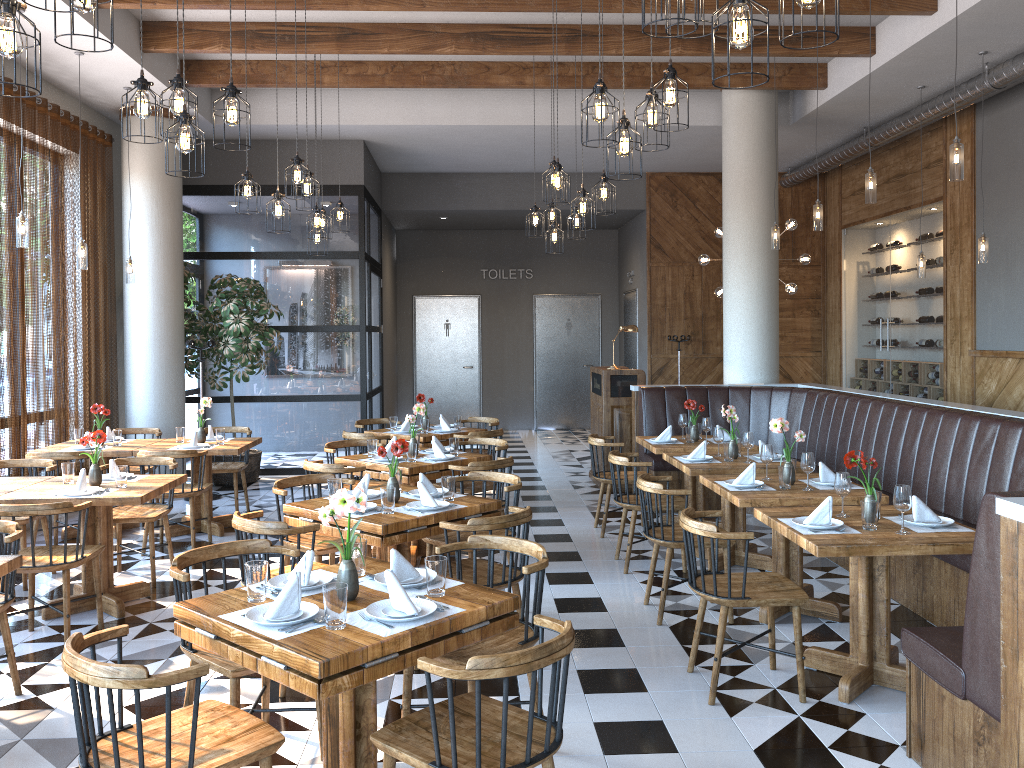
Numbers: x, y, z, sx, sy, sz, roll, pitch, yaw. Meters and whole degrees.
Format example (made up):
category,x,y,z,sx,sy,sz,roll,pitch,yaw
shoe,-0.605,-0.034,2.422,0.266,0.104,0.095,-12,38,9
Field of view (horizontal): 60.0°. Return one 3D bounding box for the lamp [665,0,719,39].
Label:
category,x,y,z,sx,sy,sz,roll,pitch,yaw
lamp,0.593,-2.218,2.952,0.175,2.069,0.175,0,1,15

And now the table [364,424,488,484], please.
category,x,y,z,sx,sy,sz,roll,pitch,yaw
table,-0.832,0.829,8.623,0.864,0.763,0.865,1,3,42

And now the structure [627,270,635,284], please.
category,x,y,z,sx,sy,sz,roll,pitch,yaw
structure,1.934,-1.736,14.417,0.025,0.197,0.566,-1,3,-3

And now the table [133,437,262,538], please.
category,x,y,z,sx,sy,sz,roll,pitch,yaw
table,-2.689,0.897,7.681,0.850,0.763,0.851,-1,2,-3

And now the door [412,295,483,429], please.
category,x,y,z,sx,sy,sz,roll,pitch,yaw
door,-1.128,-0.364,15.516,1.206,2.392,0.114,-1,1,-3

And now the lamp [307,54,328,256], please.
category,x,y,z,sx,sy,sz,roll,pitch,yaw
lamp,-1.865,-2.267,8.449,0.175,2.069,0.175,0,1,10

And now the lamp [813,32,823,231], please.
category,x,y,z,sx,sy,sz,roll,pitch,yaw
lamp,2.595,-2.286,7.522,0.078,1.963,0.078,-1,1,-17

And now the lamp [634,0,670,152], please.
category,x,y,z,sx,sy,sz,roll,pitch,yaw
lamp,0.714,-2.251,4.561,0.175,2.069,0.175,-1,1,-43

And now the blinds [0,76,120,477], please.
category,x,y,z,sx,sy,sz,roll,pitch,yaw
blinds,-4.043,-0.614,5.682,0.160,3.578,7.274,-1,3,-3

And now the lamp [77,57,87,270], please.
category,x,y,z,sx,sy,sz,roll,pitch,yaw
lamp,-3.619,-1.944,7.430,0.078,1.963,0.078,-1,1,-17

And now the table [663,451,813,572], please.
category,x,y,z,sx,sy,sz,roll,pitch,yaw
table,1.607,0.927,6.429,0.850,0.763,0.851,-1,2,-3

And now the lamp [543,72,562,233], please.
category,x,y,z,sx,sy,sz,roll,pitch,yaw
lamp,0.391,-2.535,8.749,0.175,2.069,0.175,0,1,41

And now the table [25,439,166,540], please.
category,x,y,z,sx,sy,sz,roll,pitch,yaw
table,-3.544,0.907,7.640,0.850,0.763,0.851,-1,2,-3

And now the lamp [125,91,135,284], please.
category,x,y,z,sx,sy,sz,roll,pitch,yaw
lamp,-3.668,-1.943,8.481,0.078,1.963,0.078,0,1,29

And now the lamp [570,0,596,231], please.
category,x,y,z,sx,sy,sz,roll,pitch,yaw
lamp,0.521,-2.186,6.586,0.175,2.069,0.175,-1,1,-19

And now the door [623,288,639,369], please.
category,x,y,z,sx,sy,sz,roll,pitch,yaw
door,1.928,-0.335,14.477,0.114,2.392,1.207,-1,1,-3

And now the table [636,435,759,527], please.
category,x,y,z,sx,sy,sz,roll,pitch,yaw
table,1.555,0.867,7.531,0.850,0.763,0.851,-1,2,-3

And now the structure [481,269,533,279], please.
category,x,y,z,sx,sy,sz,roll,pitch,yaw
structure,-0.094,-1.929,15.557,0.916,0.166,0.035,-1,1,-3

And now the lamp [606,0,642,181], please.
category,x,y,z,sx,sy,sz,roll,pitch,yaw
lamp,0.553,-2.067,4.422,0.175,2.069,0.175,-1,1,-32

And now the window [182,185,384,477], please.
category,x,y,z,sx,sy,sz,roll,pitch,yaw
window,-3.153,-0.701,11.850,2.727,3.547,2.188,-1,1,-3

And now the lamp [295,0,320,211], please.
category,x,y,z,sx,sy,sz,roll,pitch,yaw
lamp,-1.546,-2.345,6.654,0.175,2.069,0.175,-1,1,-19

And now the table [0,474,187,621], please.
category,x,y,z,sx,sy,sz,roll,pitch,yaw
table,-2.586,1.015,5.527,0.850,0.763,0.851,-1,2,-3

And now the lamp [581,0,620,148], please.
category,x,y,z,sx,sy,sz,roll,pitch,yaw
lamp,0.416,-2.187,4.245,0.175,2.069,0.175,0,1,25

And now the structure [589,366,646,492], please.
category,x,y,z,sx,sy,sz,roll,pitch,yaw
structure,1.248,0.468,9.958,0.645,1.299,1.046,-1,2,-3

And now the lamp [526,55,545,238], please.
category,x,y,z,sx,sy,sz,roll,pitch,yaw
lamp,0.219,-2.470,8.633,0.175,2.069,0.175,0,1,30

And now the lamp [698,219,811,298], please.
category,x,y,z,sx,sy,sz,roll,pitch,yaw
lamp,3.074,-1.949,11.233,1.162,2.191,1.186,-2,2,-41

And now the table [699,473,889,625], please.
category,x,y,z,sx,sy,sz,roll,pitch,yaw
table,1.659,0.987,5.341,0.850,0.763,0.851,-1,2,-3

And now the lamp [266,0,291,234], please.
category,x,y,z,sx,sy,sz,roll,pitch,yaw
lamp,-1.750,-2.166,6.594,0.175,2.069,0.175,-1,1,-8

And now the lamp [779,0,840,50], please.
category,x,y,z,sx,sy,sz,roll,pitch,yaw
lamp,0.923,-2.111,2.767,0.175,2.069,0.175,-1,1,-18

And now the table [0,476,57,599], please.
category,x,y,z,sx,sy,sz,roll,pitch,yaw
table,-3.441,1.025,5.487,0.850,0.763,0.851,-1,2,-3

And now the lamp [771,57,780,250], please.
category,x,y,z,sx,sy,sz,roll,pitch,yaw
lamp,2.546,-2.285,8.572,0.078,1.963,0.078,0,1,29

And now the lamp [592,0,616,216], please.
category,x,y,z,sx,sy,sz,roll,pitch,yaw
lamp,0.690,-2.326,6.726,0.175,2.069,0.175,0,1,37

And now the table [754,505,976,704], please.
category,x,y,z,sx,sy,sz,roll,pitch,yaw
table,1.712,1.047,4.238,0.850,0.763,0.851,-1,2,-3

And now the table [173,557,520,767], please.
category,x,y,z,sx,sy,sz,roll,pitch,yaw
table,-0.567,1.130,3.091,0.864,0.763,0.865,1,3,42

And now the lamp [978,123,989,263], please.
category,x,y,z,sx,sy,sz,roll,pitch,yaw
lamp,4.063,-2.026,7.641,0.078,1.963,0.078,-1,1,-17

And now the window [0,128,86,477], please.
category,x,y,z,sx,sy,sz,roll,pitch,yaw
window,-3.038,-0.317,1.282,4.493,3.162,15.143,-2,3,-26

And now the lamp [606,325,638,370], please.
category,x,y,z,sx,sy,sz,roll,pitch,yaw
lamp,1.195,-0.269,9.673,0.445,0.756,0.170,-1,1,-28

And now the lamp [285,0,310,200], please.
category,x,y,z,sx,sy,sz,roll,pitch,yaw
lamp,-1.571,-2.390,6.446,0.175,2.069,0.175,-1,1,-8

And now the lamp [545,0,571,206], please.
category,x,y,z,sx,sy,sz,roll,pitch,yaw
lamp,0.329,-2.353,6.483,0.175,2.069,0.175,-1,1,-31

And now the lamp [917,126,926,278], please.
category,x,y,z,sx,sy,sz,roll,pitch,yaw
lamp,4.014,-2.025,8.692,0.078,1.963,0.078,0,1,29

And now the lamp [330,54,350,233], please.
category,x,y,z,sx,sy,sz,roll,pitch,yaw
lamp,-1.674,-2.506,8.574,0.175,2.069,0.175,0,1,10

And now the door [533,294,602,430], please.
category,x,y,z,sx,sy,sz,roll,pitch,yaw
door,0.984,-0.389,15.617,1.206,2.392,0.114,-1,1,-3

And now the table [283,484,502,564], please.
category,x,y,z,sx,sy,sz,roll,pitch,yaw
table,-0.653,1.032,4.889,0.864,0.763,0.865,1,3,42

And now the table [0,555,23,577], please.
category,x,y,z,sx,sy,sz,roll,pitch,yaw
table,-2.480,1.135,3.328,0.850,0.763,0.851,-1,2,-3

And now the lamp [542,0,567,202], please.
category,x,y,z,sx,sy,sz,roll,pitch,yaw
lamp,0.313,-2.421,6.690,0.175,2.069,0.175,-1,1,-19

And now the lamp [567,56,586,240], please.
category,x,y,z,sx,sy,sz,roll,pitch,yaw
lamp,0.609,-2.420,8.440,0.175,2.069,0.175,0,1,8

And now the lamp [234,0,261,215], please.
category,x,y,z,sx,sy,sz,roll,pitch,yaw
lamp,-1.946,-2.289,6.487,0.175,2.069,0.175,-1,1,-41

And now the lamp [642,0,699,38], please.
category,x,y,z,sx,sy,sz,roll,pitch,yaw
lamp,0.488,-2.150,2.772,0.175,2.069,0.175,0,1,4

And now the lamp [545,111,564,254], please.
category,x,y,z,sx,sy,sz,roll,pitch,yaw
lamp,0.402,-2.291,8.520,0.175,2.069,0.175,0,1,41

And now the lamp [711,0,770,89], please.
category,x,y,z,sx,sy,sz,roll,pitch,yaw
lamp,0.703,-1.977,2.750,0.175,2.069,0.175,0,1,15

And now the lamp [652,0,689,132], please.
category,x,y,z,sx,sy,sz,roll,pitch,yaw
lamp,0.775,-2.297,4.361,0.175,2.069,0.175,-1,1,-32

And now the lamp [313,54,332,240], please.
category,x,y,z,sx,sy,sz,roll,pitch,yaw
lamp,-1.862,-2.453,8.662,0.175,2.069,0.175,-1,1,-1

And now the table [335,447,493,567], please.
category,x,y,z,sx,sy,sz,roll,pitch,yaw
table,-0.742,0.931,6.746,0.864,0.763,0.865,1,3,42

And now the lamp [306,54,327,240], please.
category,x,y,z,sx,sy,sz,roll,pitch,yaw
lamp,-1.827,-2.386,8.230,0.175,2.069,0.175,-1,1,-23

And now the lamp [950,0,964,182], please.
category,x,y,z,sx,sy,sz,roll,pitch,yaw
lamp,2.698,-2.220,5.379,0.078,1.963,0.078,0,1,16

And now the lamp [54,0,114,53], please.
category,x,y,z,sx,sy,sz,roll,pitch,yaw
lamp,-1.399,-2.138,2.865,0.175,2.069,0.175,-1,1,-28

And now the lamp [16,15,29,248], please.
category,x,y,z,sx,sy,sz,roll,pitch,yaw
lamp,-3.572,-1.975,6.442,0.078,1.963,0.078,-1,1,-13

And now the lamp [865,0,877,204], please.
category,x,y,z,sx,sy,sz,roll,pitch,yaw
lamp,2.642,-2.317,6.534,0.078,1.963,0.078,0,1,32
